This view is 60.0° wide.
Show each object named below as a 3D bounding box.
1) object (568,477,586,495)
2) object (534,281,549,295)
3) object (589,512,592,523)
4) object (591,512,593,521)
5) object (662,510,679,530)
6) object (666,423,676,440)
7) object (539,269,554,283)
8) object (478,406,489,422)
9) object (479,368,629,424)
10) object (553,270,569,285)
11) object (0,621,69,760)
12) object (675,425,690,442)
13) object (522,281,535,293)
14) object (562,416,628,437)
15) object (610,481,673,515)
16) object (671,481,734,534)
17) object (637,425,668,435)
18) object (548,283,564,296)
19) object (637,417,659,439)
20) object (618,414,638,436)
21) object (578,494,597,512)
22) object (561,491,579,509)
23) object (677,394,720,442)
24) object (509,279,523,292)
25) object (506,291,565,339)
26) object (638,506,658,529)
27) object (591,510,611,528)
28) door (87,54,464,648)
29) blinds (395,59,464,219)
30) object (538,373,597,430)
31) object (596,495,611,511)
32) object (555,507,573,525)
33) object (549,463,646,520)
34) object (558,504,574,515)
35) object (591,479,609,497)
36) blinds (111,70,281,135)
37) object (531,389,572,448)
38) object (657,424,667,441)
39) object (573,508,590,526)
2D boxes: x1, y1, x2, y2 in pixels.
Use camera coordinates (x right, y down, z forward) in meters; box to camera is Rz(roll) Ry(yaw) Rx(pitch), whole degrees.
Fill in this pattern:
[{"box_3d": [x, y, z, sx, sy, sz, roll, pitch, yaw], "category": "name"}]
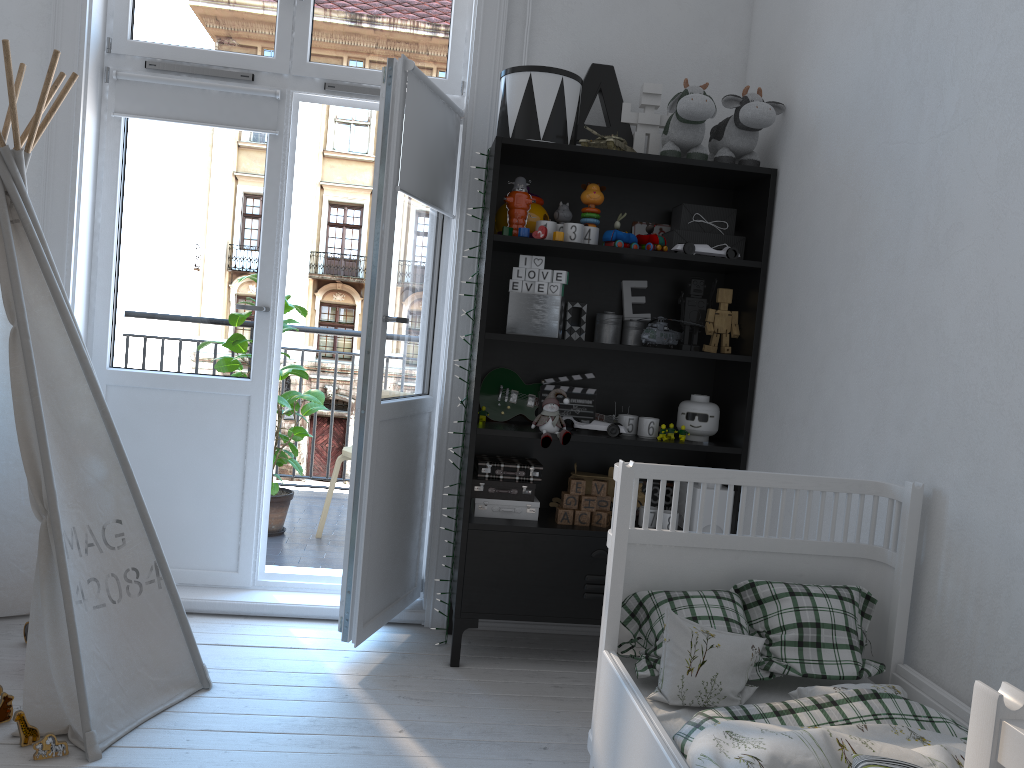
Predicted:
[{"box_3d": [0.215, 0.341, 2.950, 0.050, 0.050, 0.050, 5, 3, -7], "category": "object"}, {"box_3d": [0.096, -0.307, 2.851, 0.040, 0.040, 0.040, 6, 3, 8], "category": "object"}, {"box_3d": [0.239, 0.440, 3.002, 0.050, 0.050, 0.050, 5, 3, -7], "category": "object"}, {"box_3d": [0.298, 0.444, 3.013, 0.050, 0.050, 0.050, 5, 3, -7], "category": "object"}, {"box_3d": [0.517, 0.458, 2.946, 0.067, 0.067, 0.067, 6, 3, 7], "category": "object"}, {"box_3d": [0.532, 0.160, 2.971, 0.042, 0.054, 0.031, 5, 3, -7], "category": "object"}, {"box_3d": [0.112, -0.345, 2.847, 0.040, 0.040, 0.040, 6, 3, 23], "category": "object"}, {"box_3d": [-0.099, 0.102, 3.001, 0.042, 0.054, 0.031, 5, 3, 3], "category": "object"}, {"box_3d": [0.148, 0.079, 3.106, 0.542, 0.239, 0.093, 5, 3, -6], "category": "object"}, {"box_3d": [0.157, -0.341, 2.840, 0.040, 0.040, 0.040, 6, 3, 18], "category": "object"}, {"box_3d": [-1.195, 0.696, 2.355, 0.385, 0.284, 0.856, 4, 3, -15], "category": "object"}, {"box_3d": [0.565, 0.164, 2.945, 0.042, 0.054, 0.031, 8, 4, 38], "category": "object"}, {"box_3d": [0.053, -0.311, 2.865, 0.040, 0.040, 0.040, 5, 3, -2], "category": "object"}, {"box_3d": [0.270, 0.141, 2.947, 0.230, 0.048, 0.098, 6, 3, 18], "category": "object"}, {"box_3d": [0.445, 0.411, 3.193, 0.347, 0.120, 0.034, 5, 3, -7], "category": "object"}, {"box_3d": [0.649, 0.399, 3.038, 0.132, 0.199, 0.267, 5, 3, -7], "category": "object"}, {"box_3d": [0.480, 0.157, 3.123, 0.163, 0.034, 0.069, 5, 3, -7], "category": "object"}, {"box_3d": [0.141, -0.302, 2.844, 0.040, 0.040, 0.040, 6, 3, 23], "category": "object"}, {"box_3d": [0.455, 0.147, 2.961, 0.067, 0.067, 0.067, 6, 3, 7], "category": "object"}, {"box_3d": [0.391, 0.139, 3.000, 0.067, 0.067, 0.067, 6, 3, 7], "category": "object"}, {"box_3d": [0.251, 0.394, 2.945, 0.050, 0.050, 0.050, 5, 3, -7], "category": "object"}, {"box_3d": [0.193, 0.388, 2.958, 0.050, 0.050, 0.050, 5, 3, -7], "category": "object"}, {"box_3d": [0.636, 0.118, 3.031, 0.139, 0.162, 0.139, 3, 4, -32], "category": "object"}, {"box_3d": [0.014, -0.315, 2.863, 0.040, 0.040, 0.040, 6, 3, 8], "category": "object"}, {"box_3d": [0.077, -0.222, 2.894, 0.170, 0.138, 0.124, 6, 3, 8], "category": "object"}, {"box_3d": [0.462, 0.451, 2.994, 0.067, 0.067, 0.067, 6, 3, 7], "category": "object"}, {"box_3d": [0.297, 0.447, 2.954, 0.050, 0.050, 0.050, 6, 3, 23], "category": "object"}, {"box_3d": [-0.854, -0.144, 2.961, 1.264, 1.839, 0.636, 5, 3, -5], "category": "door"}, {"box_3d": [-0.258, -0.782, 2.929, 0.032, 0.391, 0.565, 6, 3, 13], "category": "blinds"}, {"box_3d": [0.194, 0.053, 3.083, 0.201, 0.199, 0.048, 5, 3, -7], "category": "object"}, {"box_3d": [0.301, 0.397, 2.979, 0.050, 0.050, 0.050, 5, 3, -7], "category": "object"}, {"box_3d": [0.173, 0.437, 2.939, 0.050, 0.050, 0.050, 5, 3, -7], "category": "object"}, {"box_3d": [0.307, 0.376, 3.085, 0.337, 0.186, 0.111, 6, 3, 8], "category": "object"}, {"box_3d": [0.182, 0.435, 2.995, 0.050, 0.050, 0.050, 5, 3, -7], "category": "object"}, {"box_3d": [0.294, 0.347, 2.961, 0.050, 0.050, 0.050, 6, 3, 13], "category": "object"}, {"box_3d": [-1.102, -0.983, 3.102, 0.565, 0.158, 0.032, 5, 3, -7], "category": "blinds"}, {"box_3d": [0.131, 0.108, 2.811, 0.110, 0.186, 0.129, 4, 3, -20], "category": "object"}, {"box_3d": [0.496, 0.159, 2.913, 0.031, 0.054, 0.042, 8, 4, 43], "category": "object"}, {"box_3d": [0.231, 0.442, 2.946, 0.050, 0.050, 0.050, 5, 3, -2], "category": "object"}]
